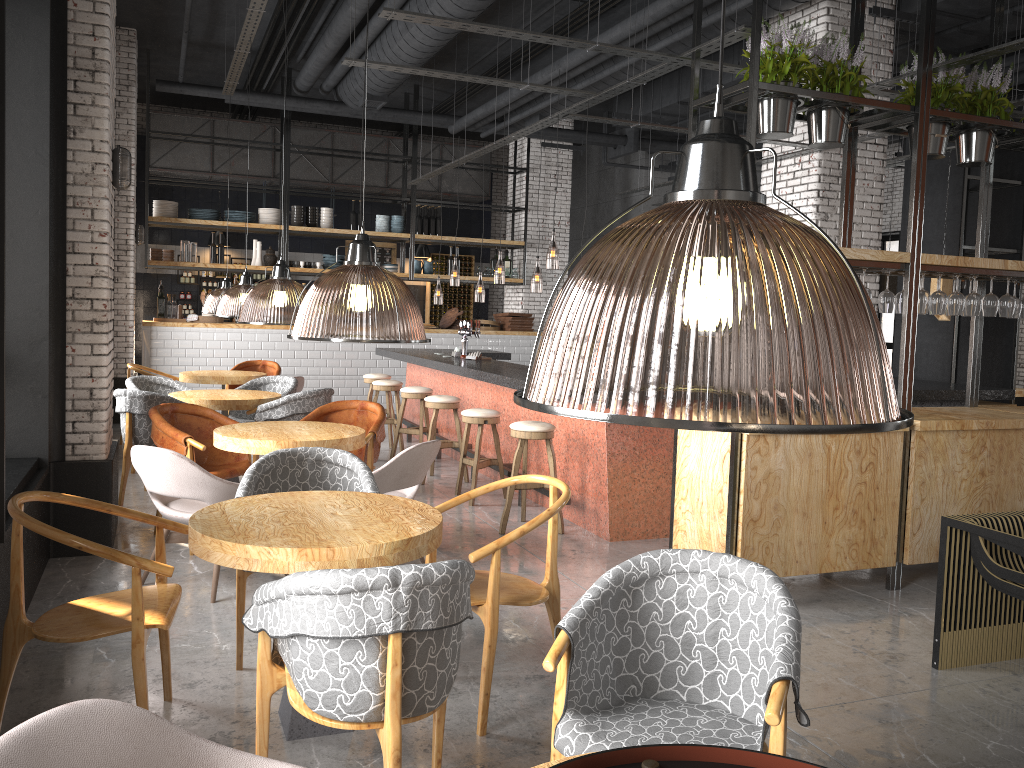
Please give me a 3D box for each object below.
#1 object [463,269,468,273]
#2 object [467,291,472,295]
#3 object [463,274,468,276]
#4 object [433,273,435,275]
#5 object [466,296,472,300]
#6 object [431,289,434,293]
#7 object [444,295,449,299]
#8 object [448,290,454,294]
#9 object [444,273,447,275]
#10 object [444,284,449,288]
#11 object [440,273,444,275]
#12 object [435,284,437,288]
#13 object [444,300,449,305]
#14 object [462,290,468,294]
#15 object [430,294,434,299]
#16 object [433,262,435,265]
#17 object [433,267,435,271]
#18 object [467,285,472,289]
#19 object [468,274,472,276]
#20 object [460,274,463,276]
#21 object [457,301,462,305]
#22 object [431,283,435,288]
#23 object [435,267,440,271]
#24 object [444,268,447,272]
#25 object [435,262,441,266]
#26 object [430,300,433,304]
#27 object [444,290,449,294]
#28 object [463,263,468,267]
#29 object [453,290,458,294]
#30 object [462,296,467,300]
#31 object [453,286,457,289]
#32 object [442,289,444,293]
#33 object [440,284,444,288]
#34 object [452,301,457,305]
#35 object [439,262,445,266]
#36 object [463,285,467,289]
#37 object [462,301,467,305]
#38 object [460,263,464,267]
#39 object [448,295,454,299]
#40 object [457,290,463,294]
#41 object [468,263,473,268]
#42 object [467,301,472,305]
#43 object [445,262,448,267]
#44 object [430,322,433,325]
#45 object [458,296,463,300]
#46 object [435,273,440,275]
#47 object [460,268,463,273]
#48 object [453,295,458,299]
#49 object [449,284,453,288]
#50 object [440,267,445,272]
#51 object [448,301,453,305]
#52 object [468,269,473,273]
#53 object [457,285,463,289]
[{"bbox_3d":[-0.906,-2.204,17.247,0.079,0.079,0.284,0,5,-22],"label":"object"},{"bbox_3d":[-0.840,-1.786,17.325,0.079,0.079,0.284,0,5,-22],"label":"object"},{"bbox_3d":[-0.902,-2.097,17.235,0.079,0.079,0.284,0,5,-22],"label":"object"},{"bbox_3d":[-1.529,-2.102,17.022,0.079,0.079,0.284,0,5,-22],"label":"object"},{"bbox_3d":[-0.836,-1.680,17.313,0.079,0.079,0.284,0,5,-22],"label":"object"},{"bbox_3d":[-1.540,-1.788,17.041,0.079,0.079,0.284,0,5,-22],"label":"object"},{"bbox_3d":[-1.266,-1.679,17.116,0.079,0.079,0.284,0,5,-22],"label":"object"},{"bbox_3d":[-1.175,-1.783,17.145,0.079,0.079,0.284,0,5,-22],"label":"object"},{"bbox_3d":[-1.251,-2.098,17.091,0.079,0.079,0.284,0,5,-22],"label":"object"},{"bbox_3d":[-1.275,-1.892,17.143,0.079,0.079,0.284,0,5,-22],"label":"object"},{"bbox_3d":[-1.355,-2.102,17.096,0.079,0.079,0.284,0,5,-22],"label":"object"},{"bbox_3d":[-1.434,-1.889,17.033,0.079,0.079,0.284,0,5,-22],"label":"object"},{"bbox_3d":[-1.278,-1.576,17.144,0.079,0.079,0.284,0,5,-22],"label":"object"},{"bbox_3d":[-0.920,-1.785,17.272,0.079,0.079,0.284,0,5,-22],"label":"object"},{"bbox_3d":[-1.537,-1.681,17.032,0.079,0.079,0.284,0,5,-22],"label":"object"},{"bbox_3d":[-1.521,-2.311,17.009,0.079,0.079,0.284,0,5,-22],"label":"object"},{"bbox_3d":[-1.527,-2.207,17.019,0.079,0.079,0.284,0,5,-22],"label":"object"},{"bbox_3d":[-0.829,-1.889,17.301,0.079,0.079,0.284,0,5,-22],"label":"object"},{"bbox_3d":[-0.822,-2.099,17.288,0.079,0.079,0.284,0,5,-22],"label":"object"},{"bbox_3d":[-0.997,-2.099,17.218,0.079,0.079,0.284,0,5,-22],"label":"object"},{"bbox_3d":[-1.015,-1.575,17.249,0.079,0.079,0.284,0,5,-22],"label":"object"},{"bbox_3d":[-1.527,-1.890,17.011,0.079,0.079,0.284,0,5,-22],"label":"object"},{"bbox_3d":[-1.432,-2.205,17.036,0.079,0.079,0.284,0,5,-22],"label":"object"},{"bbox_3d":[-1.256,-2.204,17.106,0.079,0.079,0.284,0,5,-22],"label":"object"},{"bbox_3d":[-1.419,-2.308,17.008,0.079,0.079,0.284,0,5,-22],"label":"object"},{"bbox_3d":[-1.533,-1.575,17.017,0.079,0.079,0.284,0,5,-22],"label":"object"},{"bbox_3d":[-1.271,-1.785,17.131,0.079,0.079,0.284,0,5,-22],"label":"object"},{"bbox_3d":[-0.899,-2.308,17.232,0.079,0.079,0.284,0,5,-22],"label":"object"},{"bbox_3d":[-1.096,-1.785,17.202,0.079,0.079,0.284,0,5,-22],"label":"object"},{"bbox_3d":[-0.930,-1.681,17.293,0.079,0.079,0.284,0,5,-22],"label":"object"},{"bbox_3d":[-1.098,-1.891,17.210,0.079,0.079,0.284,0,5,-22],"label":"object"},{"bbox_3d":[-1.351,-1.784,17.078,0.079,0.079,0.284,0,5,-22],"label":"object"},{"bbox_3d":[-1.355,-1.890,17.090,0.079,0.079,0.284,0,5,-22],"label":"object"},{"bbox_3d":[-1.110,-1.577,17.233,0.079,0.079,0.284,0,5,-22],"label":"object"},{"bbox_3d":[-1.333,-2.308,17.047,0.079,0.079,0.284,0,5,-22],"label":"object"},{"bbox_3d":[-0.923,-1.891,17.280,0.079,0.079,0.284,0,5,-22],"label":"object"},{"bbox_3d":[-0.933,-1.576,17.299,0.079,0.079,0.284,0,5,-22],"label":"object"},{"bbox_3d":[-0.990,-2.309,17.205,0.079,0.079,0.284,0,5,-22],"label":"object"},{"bbox_3d":[-1.180,-1.679,17.155,0.079,0.079,0.284,0,5,-22],"label":"object"},{"bbox_3d":[-1.001,-1.783,17.219,0.079,0.079,0.284,0,5,-22],"label":"object"},{"bbox_3d":[-0.806,-2.306,17.254,0.079,0.079,0.284,0,5,-22],"label":"object"},{"bbox_3d":[-0.833,-1.573,17.302,0.079,0.079,0.284,0,5,-22],"label":"object"},{"bbox_3d":[-1.253,-2.309,17.100,0.079,0.079,0.284,0,5,-22],"label":"object"},{"bbox_3d":[-1.561,-1.159,17.078,0.079,0.079,0.281,0,5,-22],"label":"object"},{"bbox_3d":[-1.003,-1.678,17.221,0.079,0.079,0.284,0,5,-22],"label":"object"},{"bbox_3d":[-1.435,-2.100,17.042,0.079,0.079,0.284,0,5,-22],"label":"object"},{"bbox_3d":[-0.999,-2.205,17.226,0.079,0.079,0.284,0,5,-22],"label":"object"},{"bbox_3d":[-1.105,-1.682,17.222,0.079,0.079,0.284,0,5,-22],"label":"object"},{"bbox_3d":[-1.185,-1.891,17.174,0.079,0.079,0.284,0,5,-22],"label":"object"},{"bbox_3d":[-1.350,-2.206,17.085,0.079,0.079,0.284,0,5,-22],"label":"object"},{"bbox_3d":[-1.191,-1.576,17.179,0.079,0.079,0.284,0,5,-22],"label":"object"},{"bbox_3d":[-0.824,-2.205,17.296,0.079,0.079,0.284,0,5,-22],"label":"object"},{"bbox_3d":[-1.004,-1.890,17.230,0.079,0.079,0.284,0,5,-22],"label":"object"}]
